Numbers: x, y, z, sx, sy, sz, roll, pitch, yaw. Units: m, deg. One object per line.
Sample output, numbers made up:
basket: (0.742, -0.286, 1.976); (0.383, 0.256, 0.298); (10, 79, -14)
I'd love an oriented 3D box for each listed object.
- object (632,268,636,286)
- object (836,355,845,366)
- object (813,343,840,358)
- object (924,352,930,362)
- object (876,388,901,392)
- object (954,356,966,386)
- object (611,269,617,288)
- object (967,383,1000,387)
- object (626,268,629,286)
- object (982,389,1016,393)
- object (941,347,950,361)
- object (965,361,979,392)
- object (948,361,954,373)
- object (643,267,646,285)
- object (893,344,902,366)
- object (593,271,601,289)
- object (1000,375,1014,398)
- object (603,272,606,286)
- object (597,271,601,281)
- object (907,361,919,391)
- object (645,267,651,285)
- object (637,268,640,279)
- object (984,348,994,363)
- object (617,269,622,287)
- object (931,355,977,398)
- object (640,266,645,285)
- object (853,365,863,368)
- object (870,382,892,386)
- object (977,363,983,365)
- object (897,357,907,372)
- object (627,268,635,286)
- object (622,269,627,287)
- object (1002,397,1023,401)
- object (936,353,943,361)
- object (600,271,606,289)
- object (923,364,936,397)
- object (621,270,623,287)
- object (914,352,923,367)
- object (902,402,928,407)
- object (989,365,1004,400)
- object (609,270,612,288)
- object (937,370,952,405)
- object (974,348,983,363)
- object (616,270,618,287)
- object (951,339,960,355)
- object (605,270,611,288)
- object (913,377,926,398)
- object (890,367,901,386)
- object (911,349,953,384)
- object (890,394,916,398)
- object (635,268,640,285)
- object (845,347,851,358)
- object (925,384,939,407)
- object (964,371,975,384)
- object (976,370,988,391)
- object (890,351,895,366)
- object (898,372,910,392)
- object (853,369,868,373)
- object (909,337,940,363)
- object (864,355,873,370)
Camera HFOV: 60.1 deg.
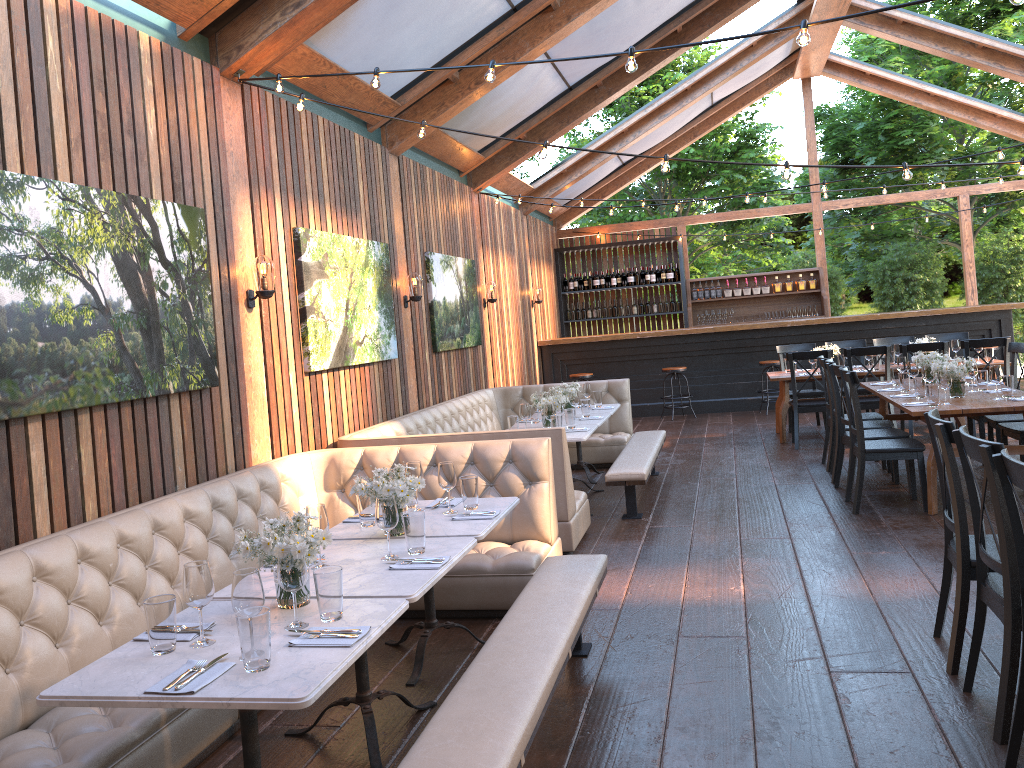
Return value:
object: (2.135, -1.878, 15.508); (0.081, 0.324, 0.081); (-5, 0, -8)
object: (3.816, -0.258, 10.256); (0.091, 0.158, 0.092); (-4, 1, 40)
object: (3.565, -0.299, 10.050); (0.337, 0.309, 0.329); (-6, 2, -21)
object: (4.491, -0.266, 9.522); (0.091, 0.158, 0.092); (-4, 1, 40)
object: (3.230, 0.045, 7.499); (0.255, 0.019, 0.158); (-4, 4, 14)
object: (3.760, -0.108, 7.430); (0.092, 0.244, 0.092); (-5, 1, -34)
object: (1.769, -1.845, 15.418); (0.087, 0.334, 0.087); (-5, 0, -6)
object: (3.880, 0.003, 7.306); (0.255, 0.019, 0.158); (-4, 4, 14)
object: (2.038, -1.874, 15.519); (0.087, 0.334, 0.087); (-5, 0, -6)
object: (3.721, 0.052, 6.806); (0.255, 0.019, 0.158); (-4, 4, 14)
object: (4.904, -0.332, 10.003); (0.091, 0.158, 0.092); (-4, 1, 40)
object: (3.601, -0.059, 6.929); (0.092, 0.244, 0.092); (-5, 1, -34)
object: (3.980, -0.124, 8.041); (0.091, 0.158, 0.092); (-4, 1, 40)
object: (2.307, -1.881, 15.431); (0.136, 0.316, 0.136); (-5, 1, -25)
object: (4.377, -0.333, 10.031); (0.092, 0.244, 0.092); (-5, 1, -34)
object: (1.487, -1.820, 15.545); (0.136, 0.316, 0.136); (-5, 1, -25)
object: (3.579, 0.019, 6.398); (0.092, 0.158, 0.091); (-5, 1, -30)
object: (1.615, -1.829, 15.603); (0.075, 0.303, 0.075); (-5, 0, 30)
object: (1.530, -1.837, 15.663); (0.081, 0.324, 0.081); (-5, 0, -8)
object: (3.345, -0.069, 7.372); (0.092, 0.244, 0.092); (-5, 1, -34)
object: (2.342, -1.870, 15.269); (0.077, 0.307, 0.077); (-5, 0, 30)
object: (2.189, -1.868, 15.437); (0.077, 0.307, 0.077); (-5, 0, 30)
object: (5.057, -0.304, 9.376); (0.091, 0.158, 0.092); (-4, 1, 40)
object: (1.869, -1.844, 15.434); (0.078, 0.312, 0.078); (-5, 0, 9)
object: (3.333, -0.055, 6.676); (0.337, 0.309, 0.328); (-7, 3, -42)
object: (2.257, -1.875, 15.314); (0.081, 0.324, 0.081); (-5, 0, -8)
object: (3.993, -0.204, 10.274); (0.157, 0.019, 0.256); (-4, 4, 14)
object: (3.403, -0.008, 8.066); (0.255, 0.019, 0.158); (-4, 4, 14)
object: (4.889, -0.220, 9.390); (0.157, 0.019, 0.256); (-4, 4, 14)
object: (3.508, -0.121, 7.945); (0.092, 0.244, 0.092); (-5, 1, -34)
object: (2.065, -1.858, 15.391); (0.136, 0.316, 0.136); (-5, 1, -25)
object: (1.946, -1.845, 15.369); (0.077, 0.309, 0.077); (-5, 0, -8)
object: (3.593, 0.100, 6.221); (0.255, 0.019, 0.158); (-4, 4, 14)
object: (3.856, -0.155, 8.007); (0.092, 0.244, 0.092); (-5, 1, -34)
object: (1.589, -1.821, 15.484); (0.077, 0.307, 0.077); (-5, 0, 30)
object: (3.242, -0.027, 6.868); (0.092, 0.244, 0.092); (-5, 1, -34)
object: (1.943, -1.854, 15.487); (0.078, 0.312, 0.078); (-5, 0, 9)
object: (4.433, -0.312, 9.638); (0.092, 0.244, 0.092); (-5, 1, -34)
object: (2.965, 0.140, 6.408); (0.255, 0.019, 0.158); (-4, 4, 14)
object: (3.472, -0.011, 6.338); (0.092, 0.244, 0.092); (-5, 0, -28)
object: (1.735, -1.841, 15.547); (0.136, 0.316, 0.136); (-5, 1, -25)
object: (3.084, 0.024, 6.300); (0.092, 0.244, 0.092); (-5, 0, -28)
object: (5.003, -0.350, 9.499); (0.092, 0.244, 0.092); (-5, 1, -34)
object: (1.855, -1.852, 15.578); (0.077, 0.309, 0.077); (-5, 0, -8)
object: (4.961, -0.373, 9.889); (0.092, 0.244, 0.092); (-5, 1, -34)
object: (1.669, -1.834, 15.436); (0.081, 0.324, 0.081); (-5, 0, -8)
object: (3.140, 0.028, 6.808); (0.091, 0.158, 0.092); (-4, 1, 40)
object: (3.423, -0.067, 7.883); (0.091, 0.158, 0.092); (-4, 1, 40)
object: (3.627, -0.147, 7.687); (0.329, 0.309, 0.336); (-5, 2, -19)
object: (3.123, 0.088, 6.983); (0.255, 0.019, 0.158); (-4, 4, 14)
object: (2.168, -1.858, 15.336); (0.075, 0.303, 0.075); (-5, 0, -3)
object: (3.867, -0.299, 10.154); (0.092, 0.244, 0.092); (-5, 1, -34)
object: (2.970, 0.081, 6.242); (0.092, 0.158, 0.091); (-6, 1, -40)
object: (3.864, -0.077, 7.473); (0.091, 0.158, 0.092); (-4, 1, 40)
object: (3.705, -0.028, 6.972); (0.091, 0.158, 0.092); (-4, 1, 40)
object: (4.332, -0.292, 10.120); (0.091, 0.158, 0.092); (-4, 1, 40)
object: (3.246, -0.014, 7.315); (0.091, 0.158, 0.092); (-4, 1, 40)
object: (3.807, -0.147, 9.644); (0.157, 0.019, 0.256); (-4, 4, 14)
object: (4.580, -0.367, 9.786); (0.330, 0.309, 0.335); (-7, 3, -43)
object: (3.932, -0.277, 9.745); (0.092, 0.244, 0.092); (-5, 1, -34)
